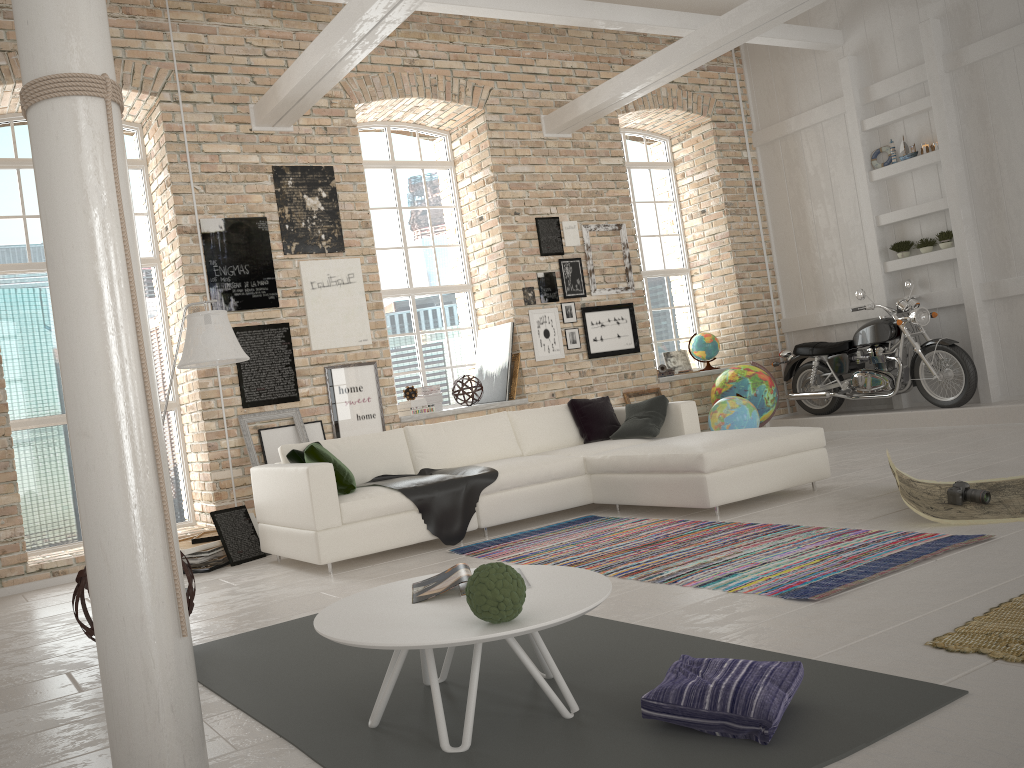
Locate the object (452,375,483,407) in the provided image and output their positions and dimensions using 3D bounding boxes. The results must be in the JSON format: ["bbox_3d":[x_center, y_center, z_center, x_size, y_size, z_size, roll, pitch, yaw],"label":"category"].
[{"bbox_3d":[-0.429,0.064,8.586,0.286,0.308,0.327,-7,-1,-41],"label":"object"}]

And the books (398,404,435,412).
[{"bbox_3d":[-0.892,0.223,8.293,0.254,0.024,0.232,-8,0,-35],"label":"books"}]

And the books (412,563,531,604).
[{"bbox_3d":[-0.145,0.634,2.906,0.373,0.048,0.305,-8,0,-2],"label":"books"}]

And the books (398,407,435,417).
[{"bbox_3d":[-0.889,0.259,8.290,0.260,0.048,0.232,-8,0,-35],"label":"books"}]

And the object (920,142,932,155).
[{"bbox_3d":[4.121,-2.341,8.880,0.103,0.120,0.111,-8,-1,-15],"label":"object"}]

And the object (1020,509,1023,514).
[{"bbox_3d":[2.588,0.607,4.355,0.214,0.019,0.103,-8,0,-35],"label":"object"}]

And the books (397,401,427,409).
[{"bbox_3d":[-0.930,0.198,8.290,0.207,0.041,0.190,-8,0,44],"label":"books"}]

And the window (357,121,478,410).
[{"bbox_3d":[2.243,-1.689,4.072,1.347,2.990,12.113,-7,-1,-34],"label":"window"}]

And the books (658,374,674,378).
[{"bbox_3d":[1.649,-0.078,9.915,0.241,0.025,0.214,-8,0,-31],"label":"books"}]

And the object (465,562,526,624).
[{"bbox_3d":[-0.042,0.563,2.401,0.174,0.164,0.150,-9,-1,34],"label":"object"}]

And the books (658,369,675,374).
[{"bbox_3d":[1.647,-0.130,9.926,0.242,0.026,0.216,-8,0,-37],"label":"books"}]

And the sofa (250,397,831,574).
[{"bbox_3d":[0.142,0.600,6.094,3.092,0.842,2.298,-8,-1,-31],"label":"sofa"}]

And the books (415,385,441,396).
[{"bbox_3d":[-0.868,0.067,8.685,0.244,0.085,0.284,-8,-1,38],"label":"books"}]

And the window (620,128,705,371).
[{"bbox_3d":[4.825,-2.050,5.578,1.347,2.990,12.113,-7,-1,-34],"label":"window"}]

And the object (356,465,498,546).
[{"bbox_3d":[-0.601,0.836,6.072,0.842,0.464,0.822,-8,-1,-34],"label":"object"}]

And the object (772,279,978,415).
[{"bbox_3d":[3.692,-0.352,9.294,0.763,1.329,2.307,-7,-1,-38],"label":"object"}]

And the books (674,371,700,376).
[{"bbox_3d":[1.930,-0.118,9.844,0.215,0.022,0.186,-8,0,-32],"label":"books"}]

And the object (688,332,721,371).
[{"bbox_3d":[2.245,-0.380,10.338,0.313,0.465,0.346,-8,-1,-27],"label":"object"}]

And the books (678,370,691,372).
[{"bbox_3d":[1.907,-0.145,9.851,0.108,0.013,0.125,-8,0,33],"label":"books"}]

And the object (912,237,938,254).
[{"bbox_3d":[4.165,-1.393,8.965,0.217,0.158,0.238,-8,-1,-40],"label":"object"}]

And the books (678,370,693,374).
[{"bbox_3d":[1.917,-0.133,9.846,0.143,0.014,0.099,-8,0,40],"label":"books"}]

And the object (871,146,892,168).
[{"bbox_3d":[3.861,-2.359,9.289,0.066,0.229,0.250,-7,-2,-42],"label":"object"}]

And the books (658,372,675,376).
[{"bbox_3d":[1.643,-0.103,9.919,0.240,0.030,0.215,-8,0,-33],"label":"books"}]

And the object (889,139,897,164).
[{"bbox_3d":[3.916,-2.387,9.161,0.069,0.267,0.065,-9,-2,12],"label":"object"}]

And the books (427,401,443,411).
[{"bbox_3d":[-0.840,0.233,8.689,0.225,0.088,0.334,-8,0,-28],"label":"books"}]

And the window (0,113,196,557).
[{"bbox_3d":[-0.316,-0.994,2.541,1.347,3.656,12.113,-7,-1,-34],"label":"window"}]

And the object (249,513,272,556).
[{"bbox_3d":[-1.925,1.126,6.517,0.166,0.331,0.252,-9,-2,36],"label":"object"}]

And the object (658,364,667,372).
[{"bbox_3d":[1.664,-0.172,9.949,0.096,0.090,0.467,-8,0,7],"label":"object"}]

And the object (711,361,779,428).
[{"bbox_3d":[2.450,0.235,9.359,0.697,0.924,0.613,-9,-1,33],"label":"object"}]

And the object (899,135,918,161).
[{"bbox_3d":[3.989,-2.395,8.999,0.061,0.261,0.242,-8,-1,-20],"label":"object"}]

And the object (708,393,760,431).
[{"bbox_3d":[2.064,0.409,8.256,0.458,0.631,0.437,-8,-1,8],"label":"object"}]

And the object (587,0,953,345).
[{"bbox_3d":[1.872,-1.681,3.896,9.550,4.800,12.553,-8,-1,-32],"label":"object"}]

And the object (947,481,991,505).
[{"bbox_3d":[2.438,0.580,4.754,0.140,0.124,0.179,-8,-1,-32],"label":"object"}]

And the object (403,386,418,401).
[{"bbox_3d":[-0.952,0.086,8.351,0.141,0.137,0.144,-8,-1,-5],"label":"object"}]

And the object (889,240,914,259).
[{"bbox_3d":[4.011,-1.381,9.159,0.243,0.180,0.238,-9,-1,28],"label":"object"}]

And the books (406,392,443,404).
[{"bbox_3d":[-0.852,0.151,8.693,0.223,0.088,0.337,-8,-1,-38],"label":"books"}]

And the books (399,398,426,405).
[{"bbox_3d":[-0.929,0.163,8.293,0.172,0.030,0.188,-8,0,-43],"label":"books"}]

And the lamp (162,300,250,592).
[{"bbox_3d":[-2.059,0.397,5.556,1.013,1.776,0.445,-8,-2,4],"label":"lamp"}]

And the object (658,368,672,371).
[{"bbox_3d":[1.648,-0.152,9.916,0.201,0.021,0.168,-8,0,-32],"label":"object"}]
